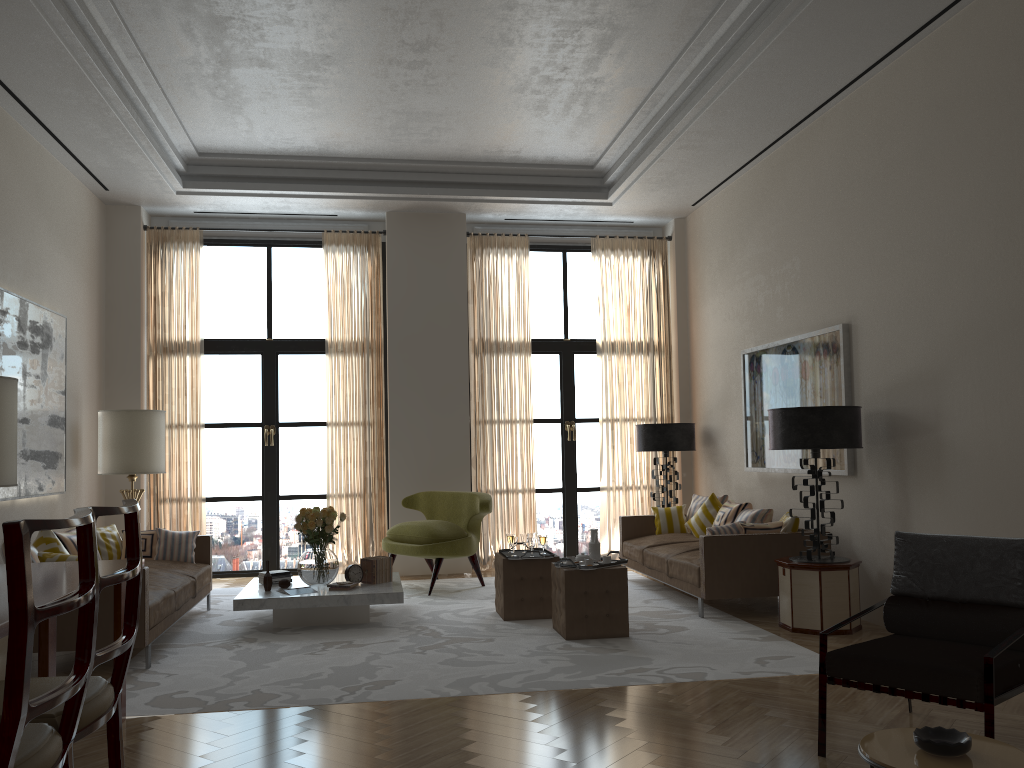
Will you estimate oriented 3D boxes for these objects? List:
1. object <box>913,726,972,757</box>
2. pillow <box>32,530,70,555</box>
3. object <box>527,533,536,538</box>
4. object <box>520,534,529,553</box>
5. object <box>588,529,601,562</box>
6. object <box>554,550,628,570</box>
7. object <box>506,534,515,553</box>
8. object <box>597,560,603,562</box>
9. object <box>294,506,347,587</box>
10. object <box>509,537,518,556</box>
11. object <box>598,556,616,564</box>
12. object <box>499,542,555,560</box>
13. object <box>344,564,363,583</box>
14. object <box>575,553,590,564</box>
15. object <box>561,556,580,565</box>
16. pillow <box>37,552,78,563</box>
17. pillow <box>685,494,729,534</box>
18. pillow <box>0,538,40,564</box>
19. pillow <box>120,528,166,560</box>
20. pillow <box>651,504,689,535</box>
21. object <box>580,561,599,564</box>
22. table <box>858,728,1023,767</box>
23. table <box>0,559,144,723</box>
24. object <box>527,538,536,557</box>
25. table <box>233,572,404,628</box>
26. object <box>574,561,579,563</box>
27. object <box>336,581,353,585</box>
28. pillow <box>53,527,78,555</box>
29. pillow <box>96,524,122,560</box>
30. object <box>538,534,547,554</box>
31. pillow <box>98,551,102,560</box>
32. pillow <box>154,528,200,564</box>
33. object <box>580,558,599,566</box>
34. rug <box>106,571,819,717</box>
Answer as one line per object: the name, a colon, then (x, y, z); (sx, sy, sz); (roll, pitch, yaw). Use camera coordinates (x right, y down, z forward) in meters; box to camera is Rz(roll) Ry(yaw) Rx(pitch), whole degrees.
object: (1.574, 1.312, 3.242); (0.193, 0.063, 0.193); (-2, -4, 13)
pillow: (-3.925, 1.515, 7.576); (0.767, 0.616, 0.356); (-4, -4, 35)
object: (0.208, 1.670, 9.361); (0.098, 0.191, 0.098); (-4, -4, 38)
object: (0.134, 1.661, 9.239); (0.098, 0.191, 0.098); (-1, -3, -9)
object: (0.773, 1.516, 8.331); (0.113, 0.305, 0.125); (-3, -3, 28)
object: (0.729, 1.613, 8.144); (0.441, 0.101, 0.721); (-5, -6, 44)
object: (-0.014, 1.668, 9.288); (0.098, 0.191, 0.098); (0, -3, -26)
object: (0.819, 1.647, 8.239); (0.053, 0.025, 0.049); (3, -6, -42)
object: (-1.961, 1.666, 9.101); (0.540, 0.820, 0.628); (0, -3, -13)
object: (0.017, 1.641, 8.942); (0.098, 0.191, 0.098); (-2, -3, 17)
object: (0.875, 1.619, 8.158); (0.176, 0.067, 0.176); (0, -4, -10)
object: (0.142, 1.709, 9.091); (0.491, 0.092, 0.803); (0, -4, -9)
object: (-1.618, 1.952, 9.088); (0.082, 0.209, 0.205); (-4, -4, 42)
object: (0.656, 1.609, 8.217); (0.176, 0.105, 0.136); (0, -4, -13)
object: (0.532, 1.606, 8.076); (0.176, 0.067, 0.176); (2, -5, -33)
pillow: (-3.523, 1.547, 7.083); (0.482, 0.432, 0.318); (-1, -3, 1)
pillow: (2.461, 1.699, 11.335); (0.355, 0.575, 0.624); (1, -4, -30)
pillow: (-3.939, 1.500, 7.171); (0.355, 0.575, 0.624); (1, -4, -30)
pillow: (-3.969, 1.764, 9.493); (0.464, 0.411, 0.304); (0, -3, -11)
pillow: (2.047, 1.775, 11.417); (0.482, 0.432, 0.318); (-1, -3, 1)
object: (0.695, 1.624, 8.074); (0.186, 0.026, 0.041); (-1, -4, -1)
table: (1.580, 1.615, 3.225); (0.584, 0.546, 0.585); (-3, -4, 30)
table: (-2.985, 1.511, 3.761); (1.800, 1.025, 3.807); (0, -4, -9)
object: (0.198, 1.627, 8.814); (0.098, 0.191, 0.098); (-1, -3, -9)
table: (-1.939, 2.238, 9.134); (1.583, 0.342, 1.503); (0, -4, -9)
object: (0.578, 1.620, 8.028); (0.052, 0.027, 0.080); (-4, -5, 38)
object: (-1.671, 1.982, 8.845); (0.139, 0.019, 0.137); (1, -5, -25)
pillow: (-4.038, 1.599, 8.131); (0.403, 0.546, 0.618); (-1, -4, -6)
pillow: (-4.286, 1.728, 9.354); (0.296, 0.475, 0.516); (-2, -4, 12)
object: (0.320, 1.649, 9.117); (0.098, 0.191, 0.098); (-2, -3, 17)
pillow: (-4.156, 1.693, 8.494); (0.371, 0.565, 0.661); (0, -4, -14)
pillow: (-3.603, 1.756, 9.515); (0.498, 0.427, 0.327); (0, -4, -21)
object: (0.694, 1.607, 7.975); (0.176, 0.067, 0.176); (-1, -4, -7)
rug: (-0.627, 2.333, 8.925); (5.517, 0.065, 5.741); (0, -4, -9)
